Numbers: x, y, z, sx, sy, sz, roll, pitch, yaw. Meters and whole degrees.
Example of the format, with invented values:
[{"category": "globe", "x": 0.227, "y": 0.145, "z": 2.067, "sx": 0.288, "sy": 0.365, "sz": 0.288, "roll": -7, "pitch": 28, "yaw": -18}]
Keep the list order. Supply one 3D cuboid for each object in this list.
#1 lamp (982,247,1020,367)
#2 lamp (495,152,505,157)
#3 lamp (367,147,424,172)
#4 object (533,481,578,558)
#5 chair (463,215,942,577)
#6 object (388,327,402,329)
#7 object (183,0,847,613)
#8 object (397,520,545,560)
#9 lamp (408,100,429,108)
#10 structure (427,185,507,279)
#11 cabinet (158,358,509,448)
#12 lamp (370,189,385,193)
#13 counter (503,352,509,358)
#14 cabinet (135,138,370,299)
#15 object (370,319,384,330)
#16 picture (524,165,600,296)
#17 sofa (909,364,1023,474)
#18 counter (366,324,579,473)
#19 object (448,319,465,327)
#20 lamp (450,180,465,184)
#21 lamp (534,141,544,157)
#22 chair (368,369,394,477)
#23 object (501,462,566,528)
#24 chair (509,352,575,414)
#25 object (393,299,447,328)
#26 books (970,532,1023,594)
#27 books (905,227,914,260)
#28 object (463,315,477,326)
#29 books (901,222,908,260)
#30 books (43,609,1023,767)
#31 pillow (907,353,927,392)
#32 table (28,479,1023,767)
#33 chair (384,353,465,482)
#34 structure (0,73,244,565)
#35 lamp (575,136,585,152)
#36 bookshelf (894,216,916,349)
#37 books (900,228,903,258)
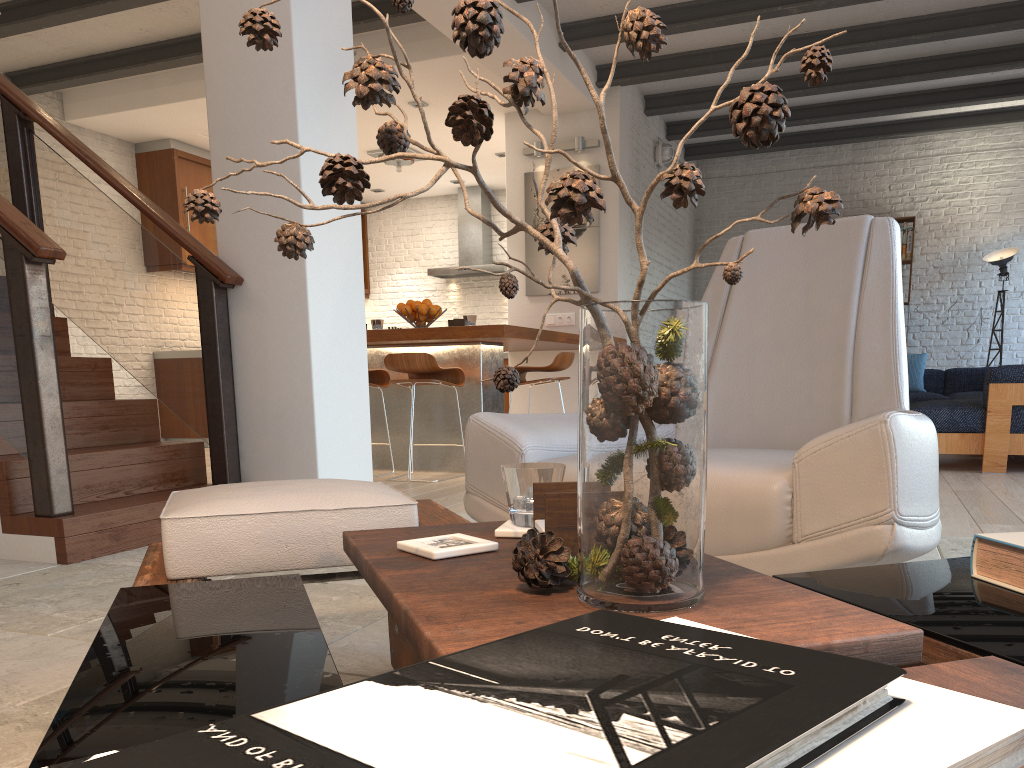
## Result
[{"category": "lamp", "x": 4.982, "y": -0.437, "z": 8.622, "sx": 0.506, "sy": 1.888, "sz": 0.846, "roll": -2, "pitch": 9, "yaw": -6}, {"category": "lamp", "x": -0.090, "y": -2.303, "z": 8.685, "sx": 0.123, "sy": 0.056, "sz": 0.121, "roll": 0, "pitch": 2, "yaw": 22}, {"category": "lamp", "x": -1.121, "y": -2.187, "z": 8.636, "sx": 0.449, "sy": 0.174, "sz": 0.443, "roll": 0, "pitch": 2, "yaw": 22}, {"category": "object", "x": 0.080, "y": 0.168, "z": 1.083, "sx": 0.094, "sy": 0.084, "sz": 0.112, "roll": -1, "pitch": 4, "yaw": -6}, {"category": "chair", "x": 0.553, "y": 0.086, "z": 2.110, "sx": 1.020, "sy": 1.039, "sz": 0.958, "roll": 3, "pitch": 7, "yaw": 38}, {"category": "object", "x": -1.489, "y": -0.537, "z": 11.057, "sx": 0.321, "sy": 0.384, "sz": 0.065, "roll": 2, "pitch": 10, "yaw": 21}, {"category": "object", "x": -0.017, "y": -0.093, "z": 0.798, "sx": 0.542, "sy": 0.621, "sz": 0.309, "roll": -2, "pitch": 8, "yaw": -7}, {"category": "object", "x": -0.016, "y": 0.193, "z": 1.153, "sx": 0.271, "sy": 0.035, "sz": 0.244, "roll": -1, "pitch": 0, "yaw": -6}, {"category": "lamp", "x": -0.758, "y": -2.285, "z": 7.062, "sx": 0.123, "sy": 0.056, "sz": 0.121, "roll": 0, "pitch": 2, "yaw": 22}, {"category": "structure", "x": -0.466, "y": -1.791, "z": 10.251, "sx": 0.984, "sy": 1.016, "sz": 0.447, "roll": 1, "pitch": 9, "yaw": 22}, {"category": "cabinet", "x": -1.344, "y": -0.843, "z": 9.657, "sx": 4.773, "sy": 2.899, "sz": 2.220, "roll": -2, "pitch": 7, "yaw": -13}, {"category": "lamp", "x": -1.578, "y": -2.286, "z": 10.224, "sx": 0.123, "sy": 0.056, "sz": 0.121, "roll": 0, "pitch": 2, "yaw": 22}, {"category": "counter", "x": -1.218, "y": -0.309, "z": 9.321, "sx": 3.516, "sy": 0.071, "sz": 3.279, "roll": -1, "pitch": 0, "yaw": 22}, {"category": "cabinet", "x": -2.658, "y": -1.664, "z": 9.632, "sx": 0.460, "sy": 1.185, "sz": 3.287, "roll": 3, "pitch": 3, "yaw": 22}, {"category": "object", "x": -0.912, "y": -0.392, "z": 5.907, "sx": 0.091, "sy": 0.086, "sz": 0.089, "roll": 1, "pitch": 5, "yaw": 19}, {"category": "picture", "x": 0.418, "y": -1.277, "z": 7.340, "sx": 0.653, "sy": 1.039, "sz": 0.019, "roll": 2, "pitch": 11, "yaw": 21}, {"category": "sofa", "x": 3.603, "y": 0.183, "z": 7.001, "sx": 2.076, "sy": 0.674, "sz": 3.886, "roll": 0, "pitch": 1, "yaw": 22}, {"category": "counter", "x": -0.349, "y": 0.118, "z": 6.602, "sx": 1.683, "sy": 0.938, "sz": 2.455, "roll": 0, "pitch": 2, "yaw": 22}, {"category": "object", "x": -0.360, "y": -0.387, "z": 5.781, "sx": 0.093, "sy": 0.084, "sz": 0.113, "roll": -3, "pitch": 4, "yaw": -23}, {"category": "lamp", "x": -0.617, "y": -2.299, "z": 9.840, "sx": 0.123, "sy": 0.056, "sz": 0.121, "roll": 0, "pitch": 2, "yaw": 22}, {"category": "lamp", "x": 0.221, "y": -1.946, "z": 7.231, "sx": 0.079, "sy": 0.107, "sz": 0.079, "roll": -7, "pitch": 9, "yaw": -39}, {"category": "chair", "x": -1.055, "y": 0.210, "z": 5.628, "sx": 0.404, "sy": 0.793, "sz": 0.412, "roll": 3, "pitch": 9, "yaw": 22}, {"category": "object", "x": 0.030, "y": 0.155, "z": 1.216, "sx": 0.091, "sy": 0.086, "sz": 0.089, "roll": -3, "pitch": 5, "yaw": -18}, {"category": "chair", "x": 0.209, "y": 0.190, "z": 5.693, "sx": 0.421, "sy": 0.793, "sz": 0.395, "roll": 2, "pitch": 9, "yaw": 22}, {"category": "object", "x": -0.614, "y": -0.454, "z": 5.875, "sx": 0.365, "sy": 0.227, "sz": 0.357, "roll": -2, "pitch": 3, "yaw": -12}, {"category": "books", "x": 0.759, "y": 0.214, "z": 1.002, "sx": 0.326, "sy": 0.057, "sz": 0.250, "roll": -1, "pitch": 1, "yaw": -8}, {"category": "books", "x": 4.171, "y": -1.456, "z": 9.157, "sx": 0.055, "sy": 0.337, "sz": 0.249, "roll": 3, "pitch": 8, "yaw": 22}, {"category": "object", "x": -0.273, "y": -0.401, "z": 5.664, "sx": 0.090, "sy": 0.086, "sz": 0.090, "roll": 3, "pitch": 6, "yaw": 37}, {"category": "books", "x": 4.119, "y": -1.483, "z": 9.155, "sx": 0.036, "sy": 0.392, "sz": 0.238, "roll": 3, "pitch": 9, "yaw": 22}, {"category": "books", "x": 0.025, "y": 0.176, "z": 0.370, "sx": 0.398, "sy": 0.076, "sz": 0.247, "roll": -1, "pitch": 1, "yaw": -35}, {"category": "pillow", "x": 3.807, "y": -0.105, "z": 8.621, "sx": 0.554, "sy": 0.418, "sz": 0.218, "roll": 1, "pitch": 8, "yaw": 21}, {"category": "table", "x": 0.399, "y": 0.380, "z": 0.886, "sx": 1.965, "sy": 0.438, "sz": 2.171, "roll": -1, "pitch": 1, "yaw": -17}, {"category": "chair", "x": -0.556, "y": 0.203, "z": 5.428, "sx": 0.404, "sy": 0.793, "sz": 0.412, "roll": 3, "pitch": 9, "yaw": 22}, {"category": "structure", "x": -1.355, "y": -1.494, "z": 4.222, "sx": 10.137, "sy": 4.225, "sz": 13.629, "roll": 0, "pitch": 1, "yaw": 22}, {"category": "lamp", "x": 0.551, "y": -1.951, "z": 7.099, "sx": 0.079, "sy": 0.107, "sz": 0.079, "roll": -7, "pitch": 9, "yaw": -39}, {"category": "bookshelf", "x": 3.595, "y": -0.600, "z": 9.510, "sx": 1.314, "sy": 2.253, "sz": 0.356, "roll": 2, "pitch": 11, "yaw": 21}, {"category": "books", "x": 4.073, "y": -1.454, "z": 9.172, "sx": 0.055, "sy": 0.337, "sz": 0.249, "roll": 3, "pitch": 8, "yaw": 22}]
